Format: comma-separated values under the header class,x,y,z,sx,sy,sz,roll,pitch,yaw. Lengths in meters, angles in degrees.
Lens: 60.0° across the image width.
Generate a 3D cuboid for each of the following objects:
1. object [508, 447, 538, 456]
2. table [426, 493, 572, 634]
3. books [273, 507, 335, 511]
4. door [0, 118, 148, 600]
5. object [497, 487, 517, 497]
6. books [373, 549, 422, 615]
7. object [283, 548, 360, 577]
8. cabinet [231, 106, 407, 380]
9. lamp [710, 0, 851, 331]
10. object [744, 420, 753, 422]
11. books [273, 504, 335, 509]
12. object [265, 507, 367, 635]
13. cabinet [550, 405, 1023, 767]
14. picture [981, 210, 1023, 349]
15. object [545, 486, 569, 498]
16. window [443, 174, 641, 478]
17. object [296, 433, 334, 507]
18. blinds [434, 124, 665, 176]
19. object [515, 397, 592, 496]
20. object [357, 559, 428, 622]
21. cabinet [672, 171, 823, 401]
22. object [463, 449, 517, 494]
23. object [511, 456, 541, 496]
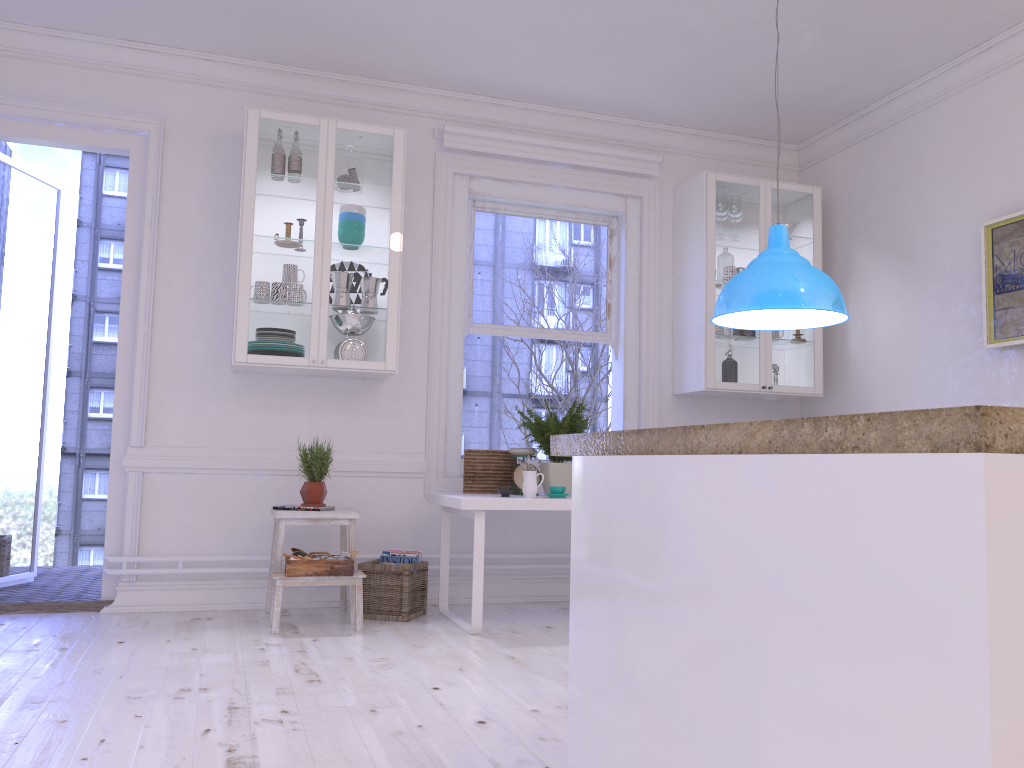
class,x,y,z,sx,sy,sz,roll,pitch,yaw
object,0.060,0.364,4.770,0.164,0.047,0.163,-2,-6,31
table,0.370,0.894,4.564,1.514,0.619,0.736,3,-5,-18
books,-1.016,0.609,4.343,0.246,0.011,0.180,0,-5,12
door,-2.603,-0.075,4.947,1.009,2.474,1.021,3,-5,-18
object,-0.031,0.529,4.344,0.082,0.048,0.079,-2,-6,32
books,-0.601,1.009,4.517,0.221,0.306,0.205,0,-5,15
object,-0.880,0.825,4.117,0.358,0.110,0.211,3,-5,-15
cabinet,-1.022,-0.714,4.704,0.823,1.311,0.425,3,-5,-18
lamp,1.150,-1.237,3.837,0.568,1.948,0.568,0,-5,16
object,0.979,0.314,3.502,0.235,0.351,0.234,-3,-7,37
books,-1.016,0.601,4.344,0.246,0.007,0.180,0,-5,12
object,-0.960,0.881,4.305,0.418,0.534,0.599,3,-5,-18
cabinet,0.565,0.502,1.455,0.654,0.842,1.167,3,-5,-18
picture,2.477,-0.522,3.916,0.020,0.629,0.971,3,-5,-18
object,0.224,0.536,4.393,0.121,0.055,0.121,-1,-6,23
window,0.179,-0.315,5.419,1.234,1.782,0.181,3,-5,-18
object,-0.959,0.416,4.368,0.196,0.367,0.186,-1,-6,27
blinds,0.252,-1.394,5.336,1.451,0.131,0.136,3,-5,-18
object,0.241,0.328,4.699,0.438,0.527,0.368,3,-5,-18
object,-0.605,1.041,4.502,0.276,0.270,0.276,0,-5,15
cabinet,1.469,-0.582,5.505,0.823,1.311,0.425,3,-5,-18
object,-0.117,0.476,4.805,0.294,0.237,0.028,3,-5,-18
object,0.064,0.490,4.750,0.159,0.208,0.185,3,-5,-18
